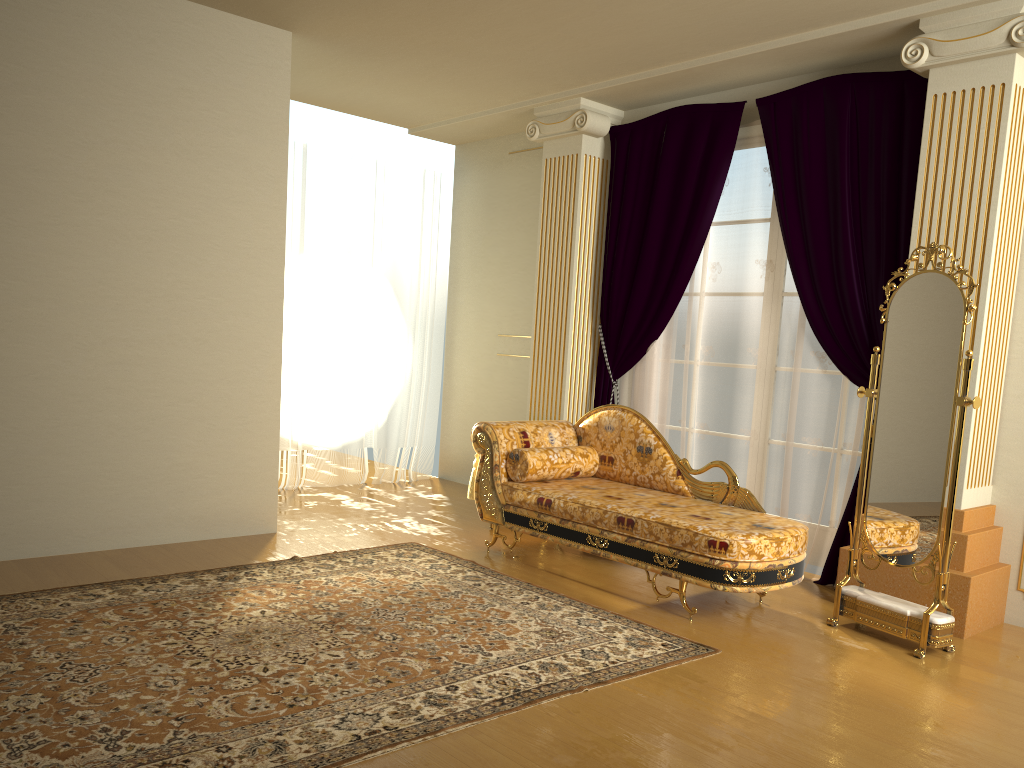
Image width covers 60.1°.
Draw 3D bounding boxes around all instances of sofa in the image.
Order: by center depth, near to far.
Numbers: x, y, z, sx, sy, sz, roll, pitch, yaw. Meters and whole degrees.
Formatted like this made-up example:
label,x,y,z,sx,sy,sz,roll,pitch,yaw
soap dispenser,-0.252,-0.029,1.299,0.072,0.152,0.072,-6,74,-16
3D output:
label,x,y,z,sx,sy,sz,roll,pitch,yaw
sofa,0.593,0.574,4.552,0.693,0.877,1.883,-1,6,-42

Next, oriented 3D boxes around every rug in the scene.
label,x,y,z,sx,sy,sz,roll,pitch,yaw
rug,-1.006,0.962,3.303,3.077,0.017,2.106,1,4,-42

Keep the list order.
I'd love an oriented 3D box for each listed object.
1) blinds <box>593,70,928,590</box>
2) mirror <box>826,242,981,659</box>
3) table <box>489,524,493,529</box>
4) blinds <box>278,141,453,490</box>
label,x,y,z,sx,sy,sz,roll,pitch,yaw
blinds,1.324,-0.302,5.139,0.339,2.672,2.222,-2,7,-41
mirror,1.689,0.260,3.753,0.243,1.712,0.537,-1,7,-31
table,0.088,0.607,5.726,0.571,0.647,0.568,4,5,3
blinds,-1.345,-0.460,6.603,2.165,2.524,0.163,-1,8,-39
